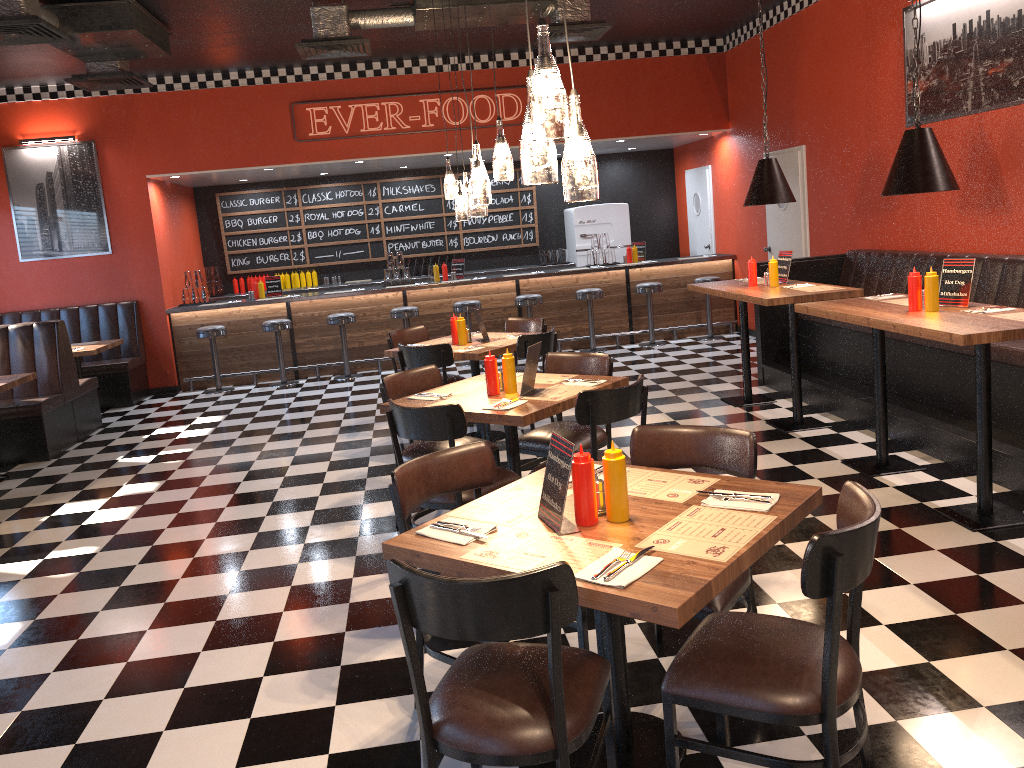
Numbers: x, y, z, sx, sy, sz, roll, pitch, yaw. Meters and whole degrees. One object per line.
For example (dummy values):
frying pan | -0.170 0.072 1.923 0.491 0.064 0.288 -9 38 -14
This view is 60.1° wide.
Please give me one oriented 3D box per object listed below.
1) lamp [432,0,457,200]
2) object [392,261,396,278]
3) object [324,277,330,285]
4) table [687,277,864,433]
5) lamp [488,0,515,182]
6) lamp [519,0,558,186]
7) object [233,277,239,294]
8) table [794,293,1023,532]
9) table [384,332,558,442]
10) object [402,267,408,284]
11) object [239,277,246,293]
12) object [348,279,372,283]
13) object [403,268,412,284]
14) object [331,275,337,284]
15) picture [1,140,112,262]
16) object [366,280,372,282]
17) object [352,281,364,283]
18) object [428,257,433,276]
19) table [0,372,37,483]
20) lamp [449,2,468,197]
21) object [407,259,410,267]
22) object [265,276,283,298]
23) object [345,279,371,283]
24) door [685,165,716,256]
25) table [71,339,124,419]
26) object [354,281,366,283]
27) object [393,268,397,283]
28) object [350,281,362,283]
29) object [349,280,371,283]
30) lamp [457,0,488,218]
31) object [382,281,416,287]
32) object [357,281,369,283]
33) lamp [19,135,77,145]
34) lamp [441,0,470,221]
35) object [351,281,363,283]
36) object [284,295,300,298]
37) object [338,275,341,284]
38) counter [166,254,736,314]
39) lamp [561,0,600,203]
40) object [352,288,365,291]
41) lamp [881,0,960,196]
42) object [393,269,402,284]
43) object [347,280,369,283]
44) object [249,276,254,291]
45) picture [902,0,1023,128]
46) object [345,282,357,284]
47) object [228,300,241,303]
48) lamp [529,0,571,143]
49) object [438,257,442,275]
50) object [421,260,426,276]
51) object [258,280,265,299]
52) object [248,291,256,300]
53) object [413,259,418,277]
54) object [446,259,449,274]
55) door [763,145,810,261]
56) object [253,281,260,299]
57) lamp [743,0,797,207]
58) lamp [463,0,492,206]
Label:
lamp | -0.554 -2.394 6.734 0.108 1.954 0.109 -7 8 -14
object | -1.731 -1.669 12.942 0.070 0.256 0.190 -5 9 1
object | -2.697 -1.508 12.876 0.093 0.135 0.047 0 9 28
table | 2.005 -0.266 6.928 0.696 0.993 1.702 -6 10 -6
lamp | -0.125 -2.010 4.428 0.109 1.954 0.109 -11 10 -34
lamp | -0.004 -1.544 2.447 0.109 1.954 0.109 -9 9 -24
object | -3.963 -1.415 12.699 0.068 0.236 0.068 -10 9 -29
table | 2.267 0.093 4.840 0.696 0.993 1.702 -6 10 -6
table | -0.281 0.050 6.944 0.957 0.769 0.966 2 12 38
object | -1.358 -1.388 11.350 0.105 0.207 0.106 2 11 38
object | -3.873 -1.426 12.715 0.068 0.236 0.068 -4 8 10
object | -2.232 -1.496 12.885 0.365 0.001 0.263 -6 10 -5
object | -1.333 -1.369 11.236 0.105 0.207 0.106 2 11 38
object | -2.587 -1.521 12.895 0.047 0.135 0.094 1 11 38
picture | -5.230 -2.101 10.193 1.024 1.293 0.016 -6 8 -6
object | -2.231 -1.487 12.887 0.365 0.001 0.263 -5 10 -1
object | -2.232 -1.491 12.886 0.365 0.001 0.263 -6 10 -3
object | -1.196 -1.727 12.998 0.072 0.255 0.189 -5 9 4
table | -4.735 0.454 6.918 1.692 0.769 0.962 -6 9 -6
lamp | -0.421 -2.287 6.707 0.108 1.954 0.109 -8 8 -19
object | -1.528 -1.691 12.960 0.072 0.255 0.189 -7 9 -11
object | -2.987 -1.221 11.112 0.188 0.255 0.072 -8 8 -16
object | -2.233 -1.499 12.885 0.365 0.001 0.263 -6 10 -5
door | 2.662 -1.943 12.500 0.161 2.166 1.032 -6 8 -6
table | -5.029 0.052 9.255 1.692 0.769 0.962 -6 9 -6
object | -2.232 -1.488 12.886 0.365 0.001 0.262 -6 10 -7
object | -1.475 -1.375 11.336 0.105 0.207 0.106 2 11 38
object | -2.232 -1.493 12.886 0.365 0.001 0.262 -6 10 -7
object | -2.232 -1.495 12.885 0.365 0.001 0.263 -6 10 -6
lamp | -0.264 -1.843 4.536 0.108 1.954 0.109 -4 8 5
object | -1.438 -1.274 11.304 0.437 0.018 0.274 -6 10 -6
object | -2.231 -1.485 12.887 0.365 0.001 0.263 -6 10 -5
lamp | -5.270 -2.769 10.071 0.610 0.056 0.082 -6 10 -6
lamp | -0.461 -2.204 6.601 0.108 1.954 0.109 2 10 40
object | -2.232 -1.492 12.886 0.365 0.001 0.262 -7 10 -9
object | -2.691 -1.082 10.865 0.157 0.019 0.257 -5 10 -1
object | -2.507 -1.523 12.863 0.047 0.135 0.094 -7 9 -11
counter | -0.666 -1.294 11.225 7.043 0.050 0.679 -6 10 -6
lamp | 0.121 -1.502 2.482 0.108 1.954 0.109 -4 8 5
object | -1.902 -1.173 10.977 0.157 0.019 0.256 -7 10 -10
lamp | 2.066 -2.012 4.546 0.382 2.032 0.384 0 10 35
object | -1.455 -1.357 11.230 0.105 0.207 0.106 2 11 38
object | -2.232 -1.498 12.885 0.365 0.001 0.262 -6 10 -7
object | -3.721 -1.435 12.689 0.068 0.236 0.068 -10 9 -29
picture | 3.301 -2.408 6.317 0.023 0.933 1.781 -6 10 -6
object | -2.231 -1.486 12.887 0.365 0.001 0.263 -6 10 -6
object | -3.374 -1.004 10.774 0.157 0.019 0.256 -7 10 -10
lamp | 0.023 -1.635 2.307 0.108 1.954 0.109 2 10 40
object | -1.085 -1.739 13.010 0.072 0.255 0.189 -5 9 -1
object | -1.308 -1.715 12.985 0.070 0.257 0.190 -6 9 -3
object | -3.103 -1.175 10.968 0.068 0.236 0.068 -6 8 -5
object | -3.214 -1.103 10.917 0.093 0.135 0.047 0 9 28
object | -1.418 -1.703 12.973 0.072 0.255 0.189 -5 9 -1
object | -0.973 -1.751 13.022 0.074 0.256 0.190 -6 9 -4
door | 3.009 -1.468 9.735 0.161 2.166 1.032 -6 8 -6
object | -3.185 -1.179 11.030 0.068 0.236 0.068 -6 8 -5
lamp | 1.827 -2.340 6.453 0.382 2.032 0.384 0 10 35
lamp | -0.240 -1.882 4.409 0.108 1.954 0.109 0 10 35
